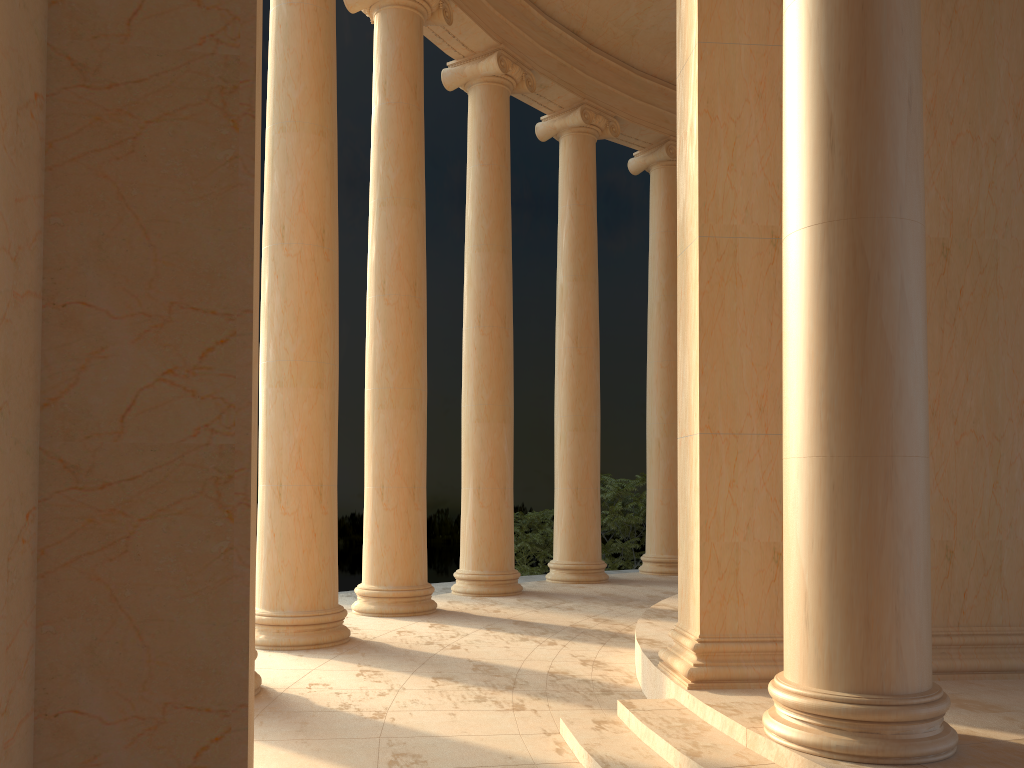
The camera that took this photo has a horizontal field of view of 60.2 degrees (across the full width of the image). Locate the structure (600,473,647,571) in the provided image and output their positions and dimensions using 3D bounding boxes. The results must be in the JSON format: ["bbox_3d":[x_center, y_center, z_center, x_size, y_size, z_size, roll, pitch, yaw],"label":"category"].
[{"bbox_3d":[211.270,306.903,1607.042,247.151,298.559,238.556,0,-4,-3],"label":"structure"}]

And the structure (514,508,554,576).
[{"bbox_3d":[23.782,308.595,1518.055,149.220,187.740,156.270,0,-4,7],"label":"structure"}]
